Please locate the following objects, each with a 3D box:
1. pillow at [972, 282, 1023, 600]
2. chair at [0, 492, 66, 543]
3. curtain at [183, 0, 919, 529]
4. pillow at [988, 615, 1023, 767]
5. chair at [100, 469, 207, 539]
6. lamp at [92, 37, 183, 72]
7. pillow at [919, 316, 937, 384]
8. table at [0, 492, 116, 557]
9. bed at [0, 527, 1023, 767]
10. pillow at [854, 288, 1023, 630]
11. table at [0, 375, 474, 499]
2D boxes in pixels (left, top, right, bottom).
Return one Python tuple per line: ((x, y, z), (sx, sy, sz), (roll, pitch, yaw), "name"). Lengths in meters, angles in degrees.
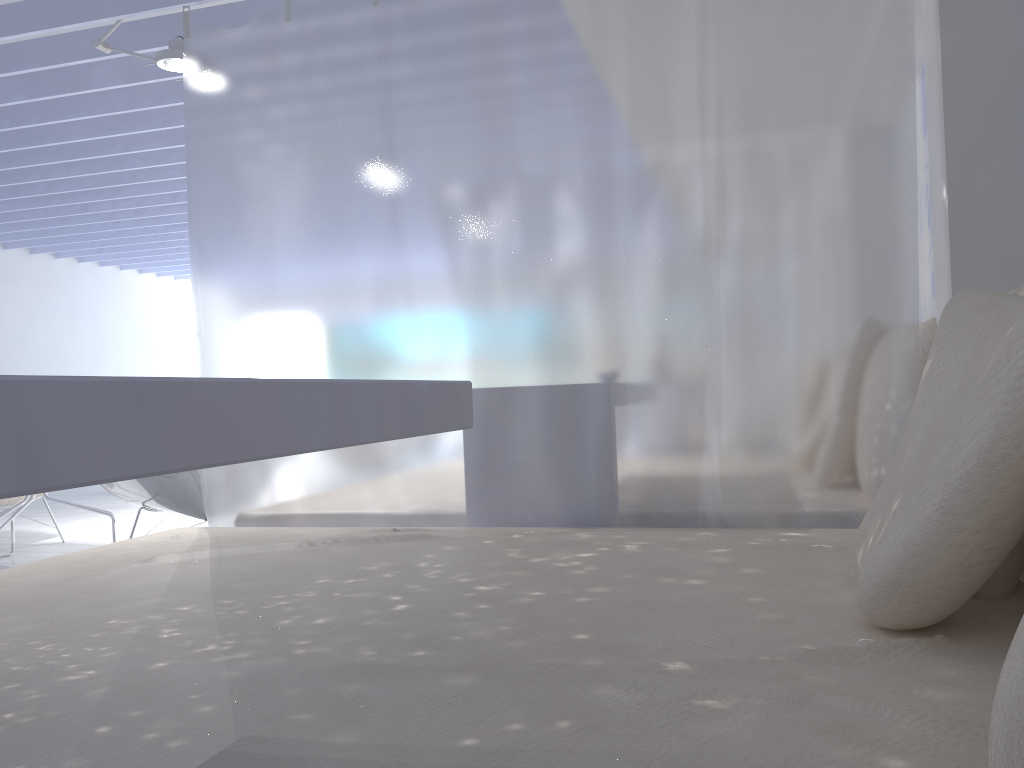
((0.817, 0.071, 1.548), (0.231, 0.510, 0.572), (-2, -1, 15), "pillow")
((-2.980, 0.526, 4.876), (0.753, 0.759, 0.906), (-3, -1, 33), "chair")
((0.010, -0.330, 2.345), (1.998, 1.559, 0.125), (-2, -1, 14), "curtain")
((0.552, 0.062, 0.743), (0.233, 0.527, 0.537), (-3, -1, 36), "pillow")
((-1.378, 0.454, 4.250), (0.753, 0.759, 0.906), (-3, -1, 20), "chair")
((-1.651, -1.505, 4.070), (0.587, 0.218, 0.380), (-2, -1, 16), "lamp")
((1.063, 0.085, 2.448), (0.230, 0.521, 0.524), (-2, -1, 14), "pillow")
((-2.342, 0.607, 4.356), (0.825, 0.534, 0.823), (-2, -1, -7), "table")
((-0.245, 0.540, 1.275), (2.016, 0.427, 2.200), (-2, -1, 16), "bed")
((0.638, 0.088, 1.244), (0.307, 0.482, 0.528), (-3, -1, 21), "pillow")
((-0.391, 0.229, 0.773), (0.416, 0.450, 1.065), (-2, -1, 16), "table")
